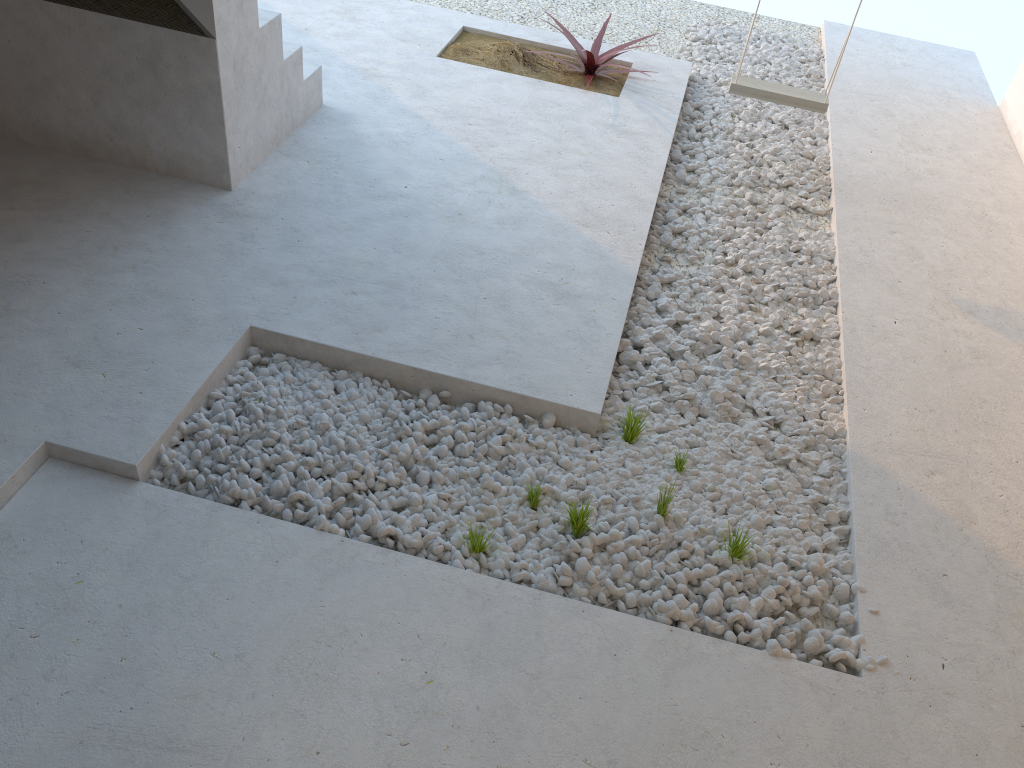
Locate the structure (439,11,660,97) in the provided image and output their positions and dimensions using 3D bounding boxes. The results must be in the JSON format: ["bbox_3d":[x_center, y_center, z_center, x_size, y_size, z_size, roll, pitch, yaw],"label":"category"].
[{"bbox_3d":[0.221,-1.853,4.896,1.201,0.306,0.713,14,42,5],"label":"structure"}]

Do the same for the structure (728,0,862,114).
[{"bbox_3d":[1.375,-2.065,3.563,0.461,1.955,0.123,14,42,5],"label":"structure"}]

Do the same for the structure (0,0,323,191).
[{"bbox_3d":[-1.972,-1.047,0.527,1.156,4.137,6.259,15,42,6],"label":"structure"}]
